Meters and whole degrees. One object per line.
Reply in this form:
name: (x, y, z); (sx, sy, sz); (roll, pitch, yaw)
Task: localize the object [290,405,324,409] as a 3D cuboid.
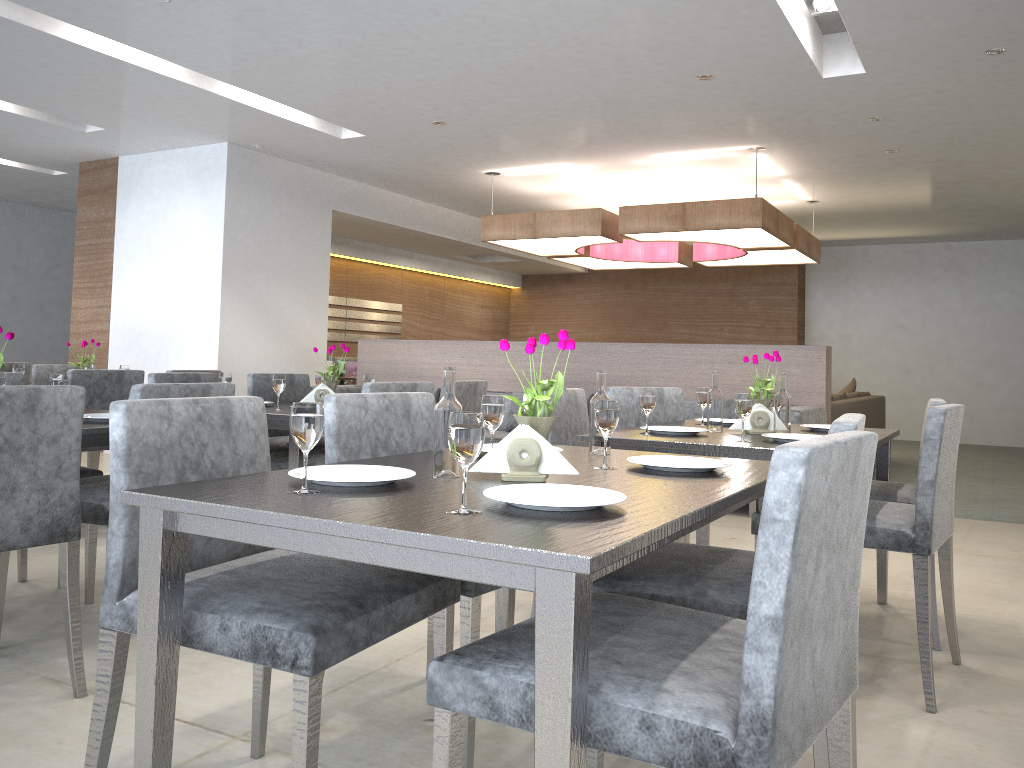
object: (-0.773, 0.096, 3.526); (0.217, 0.015, 0.216); (2, 2, 29)

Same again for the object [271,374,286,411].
object: (-0.904, 0.033, 3.425); (0.053, 0.140, 0.053); (2, -3, -13)

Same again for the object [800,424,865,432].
object: (1.135, 0.158, 3.138); (0.217, 0.015, 0.216); (2, 1, 9)

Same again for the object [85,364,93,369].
object: (-2.342, -0.041, 4.879); (0.053, 0.140, 0.053); (2, -3, -13)

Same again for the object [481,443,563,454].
object: (0.010, 0.154, 2.029); (0.217, 0.015, 0.216); (2, 1, 7)

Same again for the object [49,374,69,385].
object: (-1.371, 0.039, 2.670); (0.053, 0.140, 0.053); (2, -3, -13)

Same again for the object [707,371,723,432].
object: (0.673, 0.059, 2.931); (0.052, 0.202, 0.051); (3, -3, -19)

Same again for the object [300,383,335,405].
object: (-0.814, 0.046, 3.800); (0.203, 0.100, 0.070); (2, -2, -1)

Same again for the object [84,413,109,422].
object: (-1.224, 0.104, 2.711); (0.217, 0.015, 0.216); (2, 2, 29)

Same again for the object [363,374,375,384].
object: (-0.647, 0.027, 3.997); (0.053, 0.140, 0.053); (2, -3, -13)

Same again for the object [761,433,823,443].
object: (0.853, 0.163, 2.627); (0.217, 0.015, 0.216); (2, 1, 9)

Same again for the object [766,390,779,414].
object: (0.925, 0.091, 3.127); (0.053, 0.140, 0.053); (2, -3, -13)

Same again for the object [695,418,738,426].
object: (0.798, 0.144, 3.325); (0.217, 0.015, 0.216); (2, 1, 9)

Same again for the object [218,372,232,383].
object: (-1.160, 0.023, 3.567); (0.053, 0.140, 0.053); (2, -3, -13)

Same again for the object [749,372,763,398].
object: (0.943, 0.054, 3.418); (0.052, 0.202, 0.051); (3, -3, -19)

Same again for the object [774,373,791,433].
object: (0.854, 0.067, 2.793); (0.052, 0.202, 0.051); (3, -3, -19)

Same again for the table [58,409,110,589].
table: (-1.547, 0.425, 2.526); (0.777, 0.636, 1.186); (1, 0, 29)

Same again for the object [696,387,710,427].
object: (0.692, 0.083, 3.201); (0.053, 0.140, 0.053); (2, -3, -13)

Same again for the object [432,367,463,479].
object: (-0.116, 0.069, 1.612); (0.052, 0.202, 0.051); (2, -3, -7)

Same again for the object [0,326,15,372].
object: (-1.519, -0.031, 2.537); (0.104, 0.277, 0.154); (0, -2, 26)

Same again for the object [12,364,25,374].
object: (-2.365, -0.026, 4.234); (0.053, 0.140, 0.053); (2, -3, -19)

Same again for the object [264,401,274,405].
object: (-1.110, 0.083, 3.713); (0.217, 0.015, 0.216); (2, 2, 29)

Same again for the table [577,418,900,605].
table: (0.813, 0.479, 2.953); (0.777, 0.636, 1.186); (1, 0, 29)

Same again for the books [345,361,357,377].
books: (-1.635, -0.144, 8.871); (0.142, 0.165, 0.157); (3, -1, -41)

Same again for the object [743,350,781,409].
object: (0.840, 0.024, 2.964); (0.104, 0.277, 0.154); (0, -2, 26)

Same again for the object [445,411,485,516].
object: (-0.065, 0.109, 1.235); (0.053, 0.140, 0.053); (2, -3, -13)

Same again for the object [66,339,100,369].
object: (-2.266, -0.103, 4.682); (0.104, 0.277, 0.154); (0, -2, 26)

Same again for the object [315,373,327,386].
object: (-0.880, 0.018, 4.071); (0.053, 0.140, 0.053); (2, -3, -13)

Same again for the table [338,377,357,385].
table: (-1.543, 0.262, 8.852); (0.506, 0.657, 0.504); (1, -2, 29)

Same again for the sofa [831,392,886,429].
sofa: (1.226, 0.347, 8.104); (3.767, 0.677, 3.173); (2, 1, 29)

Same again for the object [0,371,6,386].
object: (-1.604, 0.031, 2.745); (0.053, 0.140, 0.053); (2, -3, -19)

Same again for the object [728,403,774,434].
object: (0.811, 0.113, 2.900); (0.203, 0.100, 0.070); (2, -2, -1)

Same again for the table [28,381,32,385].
table: (-3.791, 0.292, 5.499); (0.777, 0.636, 1.186); (1, 0, 29)

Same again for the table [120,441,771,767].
table: (0.024, 0.489, 1.657); (0.777, 0.636, 1.186); (1, 0, 29)

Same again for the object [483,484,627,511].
object: (0.064, 0.173, 1.331); (0.217, 0.015, 0.216); (2, 1, 7)

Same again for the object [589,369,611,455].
object: (0.210, 0.066, 2.093); (0.052, 0.202, 0.051); (2, -3, -7)

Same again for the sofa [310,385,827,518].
sofa: (0.138, 0.389, 6.150); (3.799, 0.630, 0.833); (2, 0, 29)

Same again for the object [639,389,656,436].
object: (0.413, 0.087, 2.697); (0.053, 0.140, 0.053); (2, -3, -13)

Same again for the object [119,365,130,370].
object: (-2.109, -0.033, 4.805); (0.053, 0.140, 0.053); (2, -3, -13)

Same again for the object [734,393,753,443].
object: (0.668, 0.098, 2.556); (0.053, 0.140, 0.053); (2, -3, -13)

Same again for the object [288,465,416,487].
object: (-0.273, 0.159, 1.518); (0.217, 0.015, 0.216); (2, 1, 7)

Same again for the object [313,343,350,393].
object: (-0.785, -0.043, 3.863); (0.104, 0.277, 0.154); (0, -2, 26)

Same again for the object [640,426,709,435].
object: (0.515, 0.149, 2.814); (0.217, 0.015, 0.216); (2, 1, 9)

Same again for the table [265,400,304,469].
table: (-0.813, 0.413, 3.852); (0.777, 0.636, 1.186); (1, 0, 29)
